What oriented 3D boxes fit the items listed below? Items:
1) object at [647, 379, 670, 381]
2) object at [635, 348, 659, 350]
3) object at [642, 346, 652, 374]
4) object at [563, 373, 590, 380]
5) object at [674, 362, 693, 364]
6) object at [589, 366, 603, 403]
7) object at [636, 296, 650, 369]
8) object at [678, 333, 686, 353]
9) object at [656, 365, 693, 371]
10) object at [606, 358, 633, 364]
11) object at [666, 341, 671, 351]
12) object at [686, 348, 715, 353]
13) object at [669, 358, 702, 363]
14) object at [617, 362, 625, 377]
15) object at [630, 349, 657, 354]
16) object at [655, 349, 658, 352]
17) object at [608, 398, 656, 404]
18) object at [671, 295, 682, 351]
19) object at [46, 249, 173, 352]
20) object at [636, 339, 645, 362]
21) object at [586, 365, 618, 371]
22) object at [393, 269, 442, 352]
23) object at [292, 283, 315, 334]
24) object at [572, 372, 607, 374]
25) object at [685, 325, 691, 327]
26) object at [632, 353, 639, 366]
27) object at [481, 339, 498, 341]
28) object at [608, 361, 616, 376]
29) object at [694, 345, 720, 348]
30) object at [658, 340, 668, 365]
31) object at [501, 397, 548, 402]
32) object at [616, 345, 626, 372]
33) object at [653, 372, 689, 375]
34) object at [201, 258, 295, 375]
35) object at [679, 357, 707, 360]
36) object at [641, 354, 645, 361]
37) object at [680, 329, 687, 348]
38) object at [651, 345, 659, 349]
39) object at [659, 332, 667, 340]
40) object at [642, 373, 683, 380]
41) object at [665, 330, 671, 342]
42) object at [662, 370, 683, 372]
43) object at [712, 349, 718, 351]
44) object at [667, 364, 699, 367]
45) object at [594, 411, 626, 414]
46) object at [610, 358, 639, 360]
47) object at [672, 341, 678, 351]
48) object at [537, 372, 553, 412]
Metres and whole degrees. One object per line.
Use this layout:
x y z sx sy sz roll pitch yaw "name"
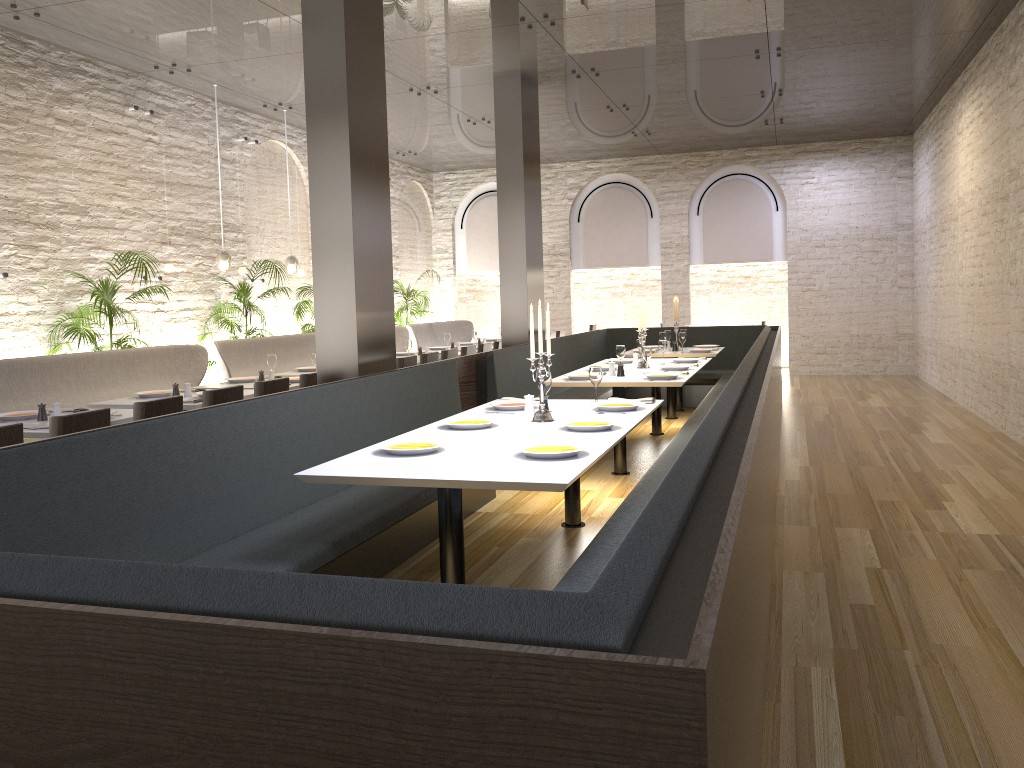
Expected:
1.120 -0.031 6.784 0.181 0.015 0.038 0 5 19 "object"
1.623 -0.408 10.601 0.273 0.033 0.143 0 6 17 "object"
1.136 -0.202 7.450 0.086 0.230 0.086 -4 4 -30 "object"
0.576 -0.058 7.158 0.321 0.036 0.323 0 6 15 "object"
1.621 -0.198 8.388 0.181 0.015 0.038 0 5 19 "object"
0.519 0.004 5.475 0.086 0.230 0.087 0 4 29 "object"
1.180 -0.470 8.011 0.131 0.655 0.391 0 4 28 "object"
1.910 -0.460 9.928 0.086 0.230 0.086 -4 4 -37 "object"
1.427 -0.140 7.754 0.321 0.036 0.322 2 7 37 "object"
1.075 -0.224 8.756 0.321 0.036 0.322 -1 6 13 "object"
1.827 -0.441 10.364 0.069 0.126 0.069 -4 4 -31 "object"
2.123 -0.373 9.985 0.321 0.036 0.322 -2 5 -7 "object"
1.680 -0.225 8.565 0.321 0.036 0.322 -1 6 13 "object"
0.892 -0.120 7.271 0.069 0.126 0.069 -5 5 -41 "object"
1.518 -0.372 10.177 0.321 0.036 0.322 -2 5 -7 "object"
1.577 -0.393 10.453 0.273 0.033 0.143 0 6 17 "object"
0.738 0.099 5.457 0.273 0.033 0.143 0 6 17 "object"
1.934 -0.722 10.427 0.131 0.655 0.391 0 4 28 "object"
-3.649 -0.213 8.056 1.190 1.970 1.146 -5 5 -42 "object"
1.274 -0.329 8.751 0.086 0.230 0.087 0 4 29 "object"
0.822 -0.140 7.946 0.321 0.036 0.322 2 7 37 "object"
-1.677 -0.866 14.327 1.145 1.970 1.191 -2 4 -2 "object"
-2.425 -0.622 11.985 1.146 1.970 1.189 -4 4 -32 "object"
0.653 -0.085 7.494 0.273 0.033 0.143 0 6 17 "object"
2.453 -0.704 12.338 0.086 0.230 0.086 -5 4 -43 "object"
1.169 -0.233 8.373 0.069 0.126 0.069 -1 4 11 "object"
-0.358 -0.713 14.408 0.322 0.036 0.322 -6 7 -35 "object"
0.829 -0.125 7.343 0.069 0.126 0.069 1 5 40 "object"
2.345 -0.447 10.696 0.322 0.036 0.322 -4 6 -24 "object"
1.433 -0.301 8.401 0.086 0.230 0.087 0 4 29 "object"
0.081 0.100 5.662 0.273 0.033 0.143 0 6 17 "object"
0.947 -0.220 7.703 0.086 0.230 0.087 -1 3 17 "object"
1.310 -0.086 7.289 0.273 0.033 0.143 0 6 17 "object"
-3.021 -0.422 10.068 1.190 1.970 1.146 -5 5 -42 "object"
1.810 -0.253 8.892 0.273 0.033 0.143 0 6 17 "object"
1.247 -0.233 8.346 0.069 0.126 0.069 -1 4 11 "object"
2.101 -0.552 10.841 0.086 0.230 0.086 -3 3 -12 "object"
1.741 -0.446 10.888 0.321 0.036 0.322 -1 6 13 "object"
1.751 -0.488 10.279 0.086 0.230 0.086 -4 4 -37 "object"
1.181 -0.058 6.966 0.321 0.036 0.322 -2 5 -7 "object"
1.886 -0.533 10.712 0.086 0.230 0.086 -4 4 -37 "object"
1.365 -0.113 7.569 0.181 0.015 0.038 0 5 19 "object"
2.232 -0.393 10.242 0.273 0.033 0.143 0 6 17 "object"
1.555 -0.167 8.073 0.273 0.033 0.143 0 6 17 "object"
0.548 0.159 4.953 0.181 0.015 0.038 0 5 19 "object"
1.154 -0.252 9.098 0.273 0.033 0.143 0 6 17 "object"
1.897 -0.439 10.317 0.069 0.126 0.069 -4 4 -31 "object"
0.190 0.046 5.133 0.086 0.230 0.087 0 4 29 "object"
